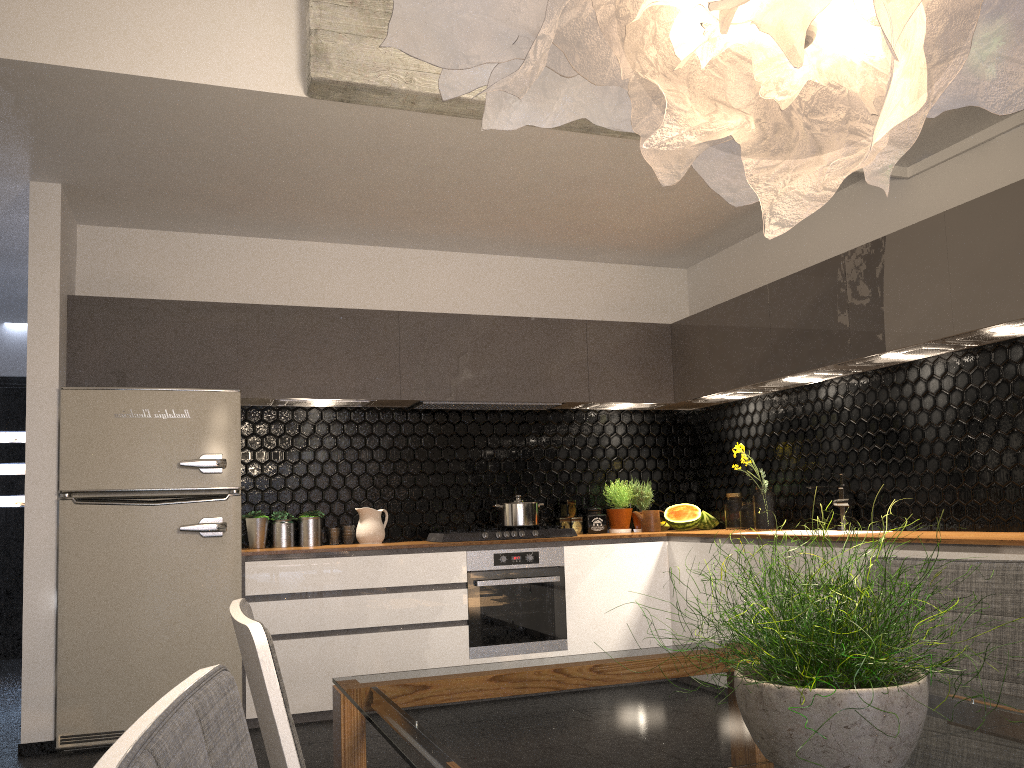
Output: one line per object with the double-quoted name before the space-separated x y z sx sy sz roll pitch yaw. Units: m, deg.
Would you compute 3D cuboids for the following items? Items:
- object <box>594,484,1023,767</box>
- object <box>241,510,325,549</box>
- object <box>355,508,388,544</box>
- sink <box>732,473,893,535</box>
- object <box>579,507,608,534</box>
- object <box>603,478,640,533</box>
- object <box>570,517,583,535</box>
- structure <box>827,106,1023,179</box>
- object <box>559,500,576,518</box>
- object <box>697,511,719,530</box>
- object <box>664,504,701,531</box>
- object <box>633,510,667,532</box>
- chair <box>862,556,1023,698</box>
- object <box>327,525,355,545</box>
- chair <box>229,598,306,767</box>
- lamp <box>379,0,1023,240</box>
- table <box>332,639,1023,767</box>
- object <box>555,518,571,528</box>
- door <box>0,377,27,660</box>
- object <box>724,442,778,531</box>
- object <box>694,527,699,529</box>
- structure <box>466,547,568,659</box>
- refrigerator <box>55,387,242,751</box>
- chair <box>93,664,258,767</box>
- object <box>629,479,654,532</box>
"object" 0.389 0.318 1.161 0.531 0.365 0.671 1 -8 -25
"object" -1.311 0.827 5.075 0.482 0.219 0.173 1 -7 -23
"object" -0.831 0.841 5.255 0.190 0.214 0.172 -1 -6 -7
"sink" 1.558 0.691 4.607 0.490 0.446 0.728 1 -8 -20
"object" 0.529 0.890 5.774 0.141 0.173 0.142 0 -7 -20
"object" 0.720 0.797 5.809 0.245 0.352 0.235 0 -6 -16
"object" 0.413 0.919 5.734 0.083 0.113 0.083 -1 -6 -10
"structure" 0.395 -2.770 2.551 4.234 8.265 8.509 0 -7 -20
"object" 0.361 0.806 5.718 0.083 0.113 0.083 3 -8 -40
"object" 1.288 0.894 5.825 0.149 0.126 0.225 -4 -8 20
"object" 1.102 0.860 5.711 0.236 0.173 0.218 -3 -7 9
"object" 0.895 0.887 5.724 0.210 0.139 0.125 -4 -7 14
"chair" 0.710 0.798 1.620 0.602 0.915 0.477 2 -7 -34
"object" -1.007 0.893 5.221 0.160 0.110 0.078 0 -7 -15
"chair" -0.103 0.782 1.321 0.601 0.915 0.477 0 -6 -20
"lamp" 0.303 -2.819 1.448 1.117 5.185 1.067 -1 -5 -9
"table" 0.417 0.838 1.130 0.997 0.710 1.810 1 -8 -20
"object" 0.329 0.918 5.707 0.083 0.113 0.083 0 -7 -20
"door" -4.000 1.091 7.267 1.108 2.303 0.161 0 -6 -20
"object" 1.446 0.625 5.406 0.257 0.539 0.429 -2 -6 3
"object" 1.243 0.923 5.994 0.132 0.118 0.205 -2 -7 0
"structure" -0.055 1.263 5.231 0.587 0.585 0.587 1 -7 -20
"refrigerator" -1.840 0.912 4.560 0.829 1.702 0.773 0 -6 -20
"chair" 0.061 0.672 0.602 0.601 0.915 0.478 -1 -6 -11
"object" 0.859 0.784 5.841 0.169 0.377 0.185 -4 -6 17
